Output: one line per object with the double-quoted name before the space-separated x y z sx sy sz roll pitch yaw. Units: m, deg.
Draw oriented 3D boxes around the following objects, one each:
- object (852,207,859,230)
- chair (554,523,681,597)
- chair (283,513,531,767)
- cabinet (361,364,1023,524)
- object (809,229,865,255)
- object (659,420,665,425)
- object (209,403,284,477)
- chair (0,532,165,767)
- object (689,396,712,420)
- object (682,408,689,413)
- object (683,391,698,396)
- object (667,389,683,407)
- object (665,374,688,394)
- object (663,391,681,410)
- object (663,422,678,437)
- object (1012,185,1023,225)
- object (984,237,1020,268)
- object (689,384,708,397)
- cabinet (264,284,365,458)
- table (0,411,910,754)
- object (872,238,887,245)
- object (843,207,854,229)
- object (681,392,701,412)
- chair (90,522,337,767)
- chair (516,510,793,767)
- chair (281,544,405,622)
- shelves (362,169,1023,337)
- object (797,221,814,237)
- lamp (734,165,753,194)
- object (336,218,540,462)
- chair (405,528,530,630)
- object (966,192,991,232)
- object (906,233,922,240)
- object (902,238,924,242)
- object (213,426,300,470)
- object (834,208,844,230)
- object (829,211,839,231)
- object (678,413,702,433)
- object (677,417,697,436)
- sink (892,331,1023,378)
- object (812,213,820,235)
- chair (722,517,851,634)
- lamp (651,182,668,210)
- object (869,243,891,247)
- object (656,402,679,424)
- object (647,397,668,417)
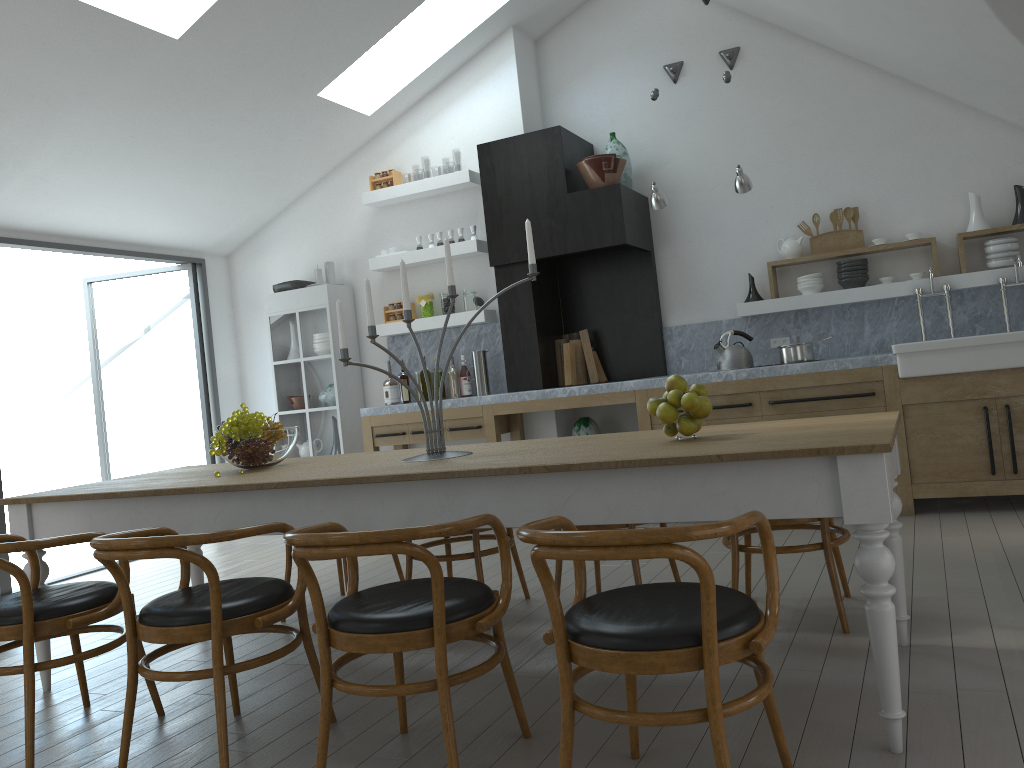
"object" 2.394 -1.086 6.166 0.057 0.294 0.030 -7 -2 25
"chair" 0.461 0.627 3.922 0.526 0.735 0.622 -7 -1 28
"chair" -0.289 0.713 2.417 0.527 0.735 0.622 -7 -1 20
"cabinet" 1.968 0.430 5.942 6.419 1.023 1.004 -6 -1 25
"object" 2.276 -0.995 6.211 0.353 0.158 0.084 -6 -1 25
"object" 0.519 0.109 2.956 0.059 0.056 0.060 -6 -1 20
"object" -1.102 0.219 3.729 0.292 0.284 0.393 -6 0 -11
"chair" -1.611 0.855 3.005 0.526 0.735 0.622 -7 -1 28
"object" 0.607 0.077 2.858 0.077 0.076 0.076 -6 -1 -8
"object" 0.599 0.075 2.959 0.062 0.059 0.062 -7 -1 29
"object" 0.583 0.048 2.899 0.053 0.051 0.053 -6 -1 -4
"object" 0.528 0.046 2.858 0.053 0.057 0.058 -7 -1 39
"object" 0.539 0.005 2.910 0.072 0.074 0.072 -7 -1 25
"object" 0.537 0.052 2.957 0.072 0.071 0.066 -6 -1 -6
"object" 0.522 0.148 2.908 0.051 0.050 0.050 -7 -1 29
"object" 3.290 -1.158 5.715 0.156 0.268 0.156 -7 -1 29
"object" 3.391 -0.862 5.658 0.656 0.196 0.198 -6 -1 24
"object" 0.618 0.028 2.936 0.062 0.059 0.062 -7 -1 26
"cabinet" -1.603 0.204 7.413 0.641 1.991 0.361 -7 -2 25
"table" -0.317 0.678 3.339 3.344 0.799 1.019 -6 0 25
"object" 2.524 -0.969 6.081 0.098 0.049 0.098 -6 0 22
"object" 2.353 -1.082 6.166 0.067 0.298 0.039 -7 -2 25
"object" 0.568 0.058 2.815 0.062 0.063 0.063 -6 -1 -13
"chair" -0.938 0.783 2.737 0.526 0.735 0.622 -7 -1 25
"chair" 0.333 0.647 2.052 0.526 0.735 0.622 -7 -1 28
"chair" -0.848 0.767 4.532 0.526 0.735 0.622 -7 -1 25
"shelves" 1.503 -1.154 6.389 5.543 1.363 0.480 -6 -1 19
"object" 2.132 -1.042 6.285 0.199 0.259 0.016 -7 -2 35
"lamp" 1.489 -1.317 5.721 0.112 0.176 0.169 -7 -1 17
"object" -0.252 -0.169 3.300 0.775 0.876 0.265 -6 -1 -1
"chair" -0.220 0.700 4.173 0.526 0.735 0.622 -7 -1 22
"object" 3.054 -1.133 5.828 0.156 0.268 0.156 -6 -1 14
"object" 2.717 -0.990 5.991 0.098 0.049 0.098 -6 0 22
"object" 2.719 -0.967 5.991 0.163 0.012 0.164 -6 0 42
"object" -1.072 0.279 3.744 0.360 0.160 0.360 -6 0 5
"object" 2.295 -1.076 6.190 0.057 0.299 0.019 -7 -2 25
"object" 2.272 -1.074 6.222 0.061 0.299 0.040 -7 -2 22
"object" 0.587 0.127 2.921 0.078 0.074 0.080 -6 -1 -20
"object" 0.562 0.137 2.852 0.063 0.063 0.063 -7 -1 36
"sink" 2.864 -0.195 5.351 1.019 0.202 0.728 -6 0 25
"object" 2.165 -1.063 6.273 0.055 0.299 0.027 -7 -2 25
"chair" 1.109 0.557 3.610 0.526 0.735 0.622 -7 -1 22
"lamp" 0.970 -1.257 5.967 0.115 0.178 0.165 -7 -1 43
"object" 2.526 -0.946 6.080 0.163 0.012 0.164 -6 0 42
"object" 0.500 0.094 2.854 0.070 0.072 0.071 -6 -1 -11
"object" 0.481 0.076 2.914 0.072 0.064 0.071 -6 -1 18
